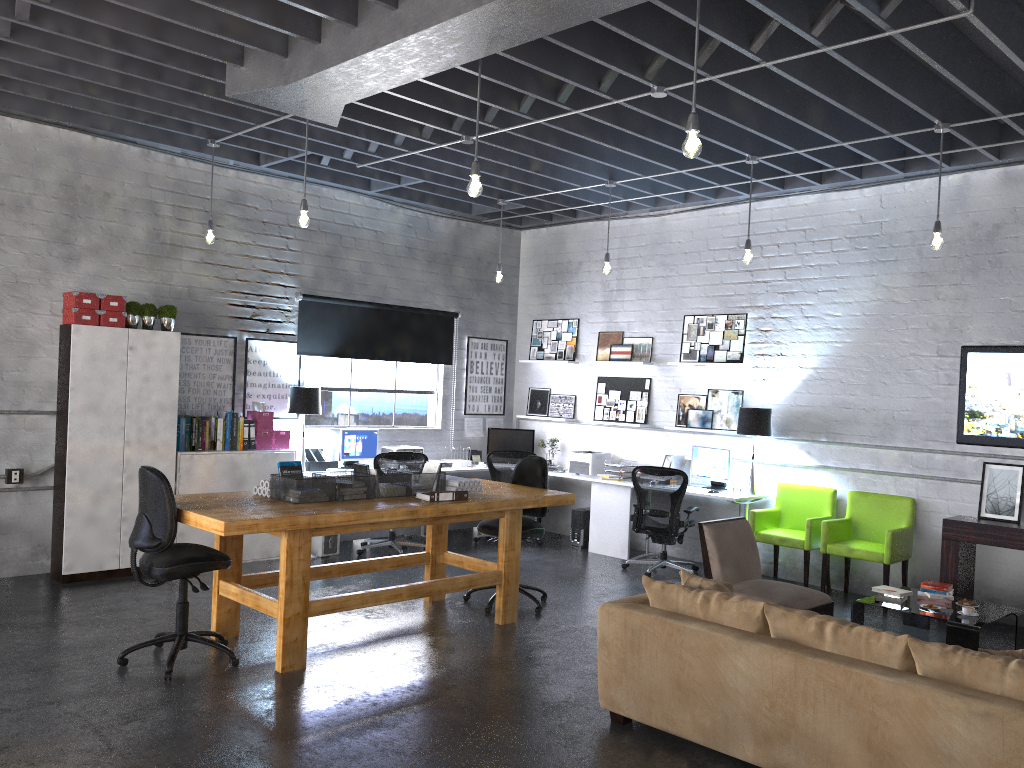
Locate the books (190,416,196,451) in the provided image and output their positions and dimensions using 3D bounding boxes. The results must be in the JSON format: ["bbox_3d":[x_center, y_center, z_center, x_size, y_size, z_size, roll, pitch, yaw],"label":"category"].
[{"bbox_3d":[-2.855,0.434,7.843,0.034,0.302,0.182,2,1,-45],"label":"books"}]

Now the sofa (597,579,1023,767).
[{"bbox_3d":[1.624,1.483,4.135,1.105,0.629,2.329,3,0,-45],"label":"sofa"}]

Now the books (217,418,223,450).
[{"bbox_3d":[-2.680,0.451,8.019,0.045,0.286,0.174,2,1,-45],"label":"books"}]

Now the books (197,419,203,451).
[{"bbox_3d":[-2.812,0.450,7.899,0.037,0.275,0.167,2,1,-45],"label":"books"}]

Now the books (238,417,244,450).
[{"bbox_3d":[-2.527,0.452,8.164,0.026,0.298,0.159,2,1,-45],"label":"books"}]

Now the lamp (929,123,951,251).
[{"bbox_3d":[2.996,-1.375,6.215,0.104,0.878,0.104,3,1,-1],"label":"lamp"}]

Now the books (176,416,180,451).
[{"bbox_3d":[-2.959,0.429,7.748,0.034,0.302,0.182,2,1,-45],"label":"books"}]

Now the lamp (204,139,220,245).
[{"bbox_3d":[-2.544,-1.619,7.509,0.104,0.878,0.104,2,1,-45],"label":"lamp"}]

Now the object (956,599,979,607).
[{"bbox_3d":[3.257,1.559,6.338,0.151,0.040,0.151,3,0,-27],"label":"object"}]

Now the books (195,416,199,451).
[{"bbox_3d":[-2.847,0.435,7.883,0.034,0.302,0.182,2,1,-45],"label":"books"}]

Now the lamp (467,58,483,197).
[{"bbox_3d":[-0.199,-1.522,5.140,0.104,0.878,0.104,2,1,-45],"label":"lamp"}]

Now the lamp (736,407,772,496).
[{"bbox_3d":[2.298,0.641,8.442,0.333,0.832,0.333,3,1,7],"label":"lamp"}]

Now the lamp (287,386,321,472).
[{"bbox_3d":[-2.054,0.446,8.736,0.333,0.832,0.333,3,1,7],"label":"lamp"}]

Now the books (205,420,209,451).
[{"bbox_3d":[-2.763,0.457,7.933,0.027,0.266,0.161,2,1,-45],"label":"books"}]

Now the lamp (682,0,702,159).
[{"bbox_3d":[0.847,-1.479,4.083,0.104,0.878,0.104,3,1,-1],"label":"lamp"}]

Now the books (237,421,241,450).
[{"bbox_3d":[-2.549,0.467,8.149,0.026,0.266,0.161,2,1,-45],"label":"books"}]

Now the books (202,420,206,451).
[{"bbox_3d":[-2.783,0.456,7.916,0.026,0.266,0.161,2,1,-45],"label":"books"}]

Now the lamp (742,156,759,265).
[{"bbox_3d":[1.951,-1.418,7.271,0.104,0.878,0.104,2,1,-45],"label":"lamp"}]

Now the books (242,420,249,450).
[{"bbox_3d":[-2.514,0.470,8.224,0.060,0.267,0.219,2,1,-40],"label":"books"}]

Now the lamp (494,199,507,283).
[{"bbox_3d":[-0.121,-1.504,9.364,0.104,0.878,0.104,2,1,-45],"label":"lamp"}]

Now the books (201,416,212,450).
[{"bbox_3d":[-2.749,0.441,7.957,0.026,0.298,0.159,2,1,-45],"label":"books"}]

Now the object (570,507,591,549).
[{"bbox_3d":[0.861,1.578,9.761,0.476,0.411,0.180,2,1,-45],"label":"object"}]

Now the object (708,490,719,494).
[{"bbox_3d":[1.918,1.022,8.439,0.114,0.036,0.058,3,0,-30],"label":"object"}]

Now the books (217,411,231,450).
[{"bbox_3d":[-2.628,0.423,8.077,0.053,0.346,0.176,2,1,-45],"label":"books"}]

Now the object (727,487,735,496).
[{"bbox_3d":[2.041,1.004,8.282,0.069,0.083,0.090,3,0,44],"label":"object"}]

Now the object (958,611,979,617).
[{"bbox_3d":[3.092,1.562,6.010,0.131,0.016,0.131,3,0,-38],"label":"object"}]

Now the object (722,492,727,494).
[{"bbox_3d":[2.033,1.041,8.439,0.046,0.009,0.121,2,0,30],"label":"object"}]

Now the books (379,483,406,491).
[{"bbox_3d":[-0.878,0.712,6.136,0.248,0.021,0.177,2,0,45],"label":"books"}]

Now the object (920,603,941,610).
[{"bbox_3d":[2.916,1.547,6.181,0.137,0.031,0.137,3,0,-19],"label":"object"}]

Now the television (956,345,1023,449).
[{"bbox_3d":[4.157,0.109,6.858,1.323,0.816,0.021,3,1,45],"label":"television"}]

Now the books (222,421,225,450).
[{"bbox_3d":[-2.659,0.462,8.048,0.027,0.266,0.161,2,1,-45],"label":"books"}]

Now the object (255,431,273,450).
[{"bbox_3d":[-2.382,0.522,8.357,0.161,0.177,0.213,2,0,-45],"label":"object"}]

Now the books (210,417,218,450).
[{"bbox_3d":[-2.719,0.445,7.985,0.057,0.293,0.170,2,1,-45],"label":"books"}]

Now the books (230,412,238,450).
[{"bbox_3d":[-2.588,0.429,8.122,0.065,0.339,0.197,2,1,-45],"label":"books"}]

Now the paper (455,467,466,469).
[{"bbox_3d":[-0.608,0.931,9.800,0.159,0.001,0.115,2,0,28],"label":"paper"}]

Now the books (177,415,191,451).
[{"bbox_3d":[-2.904,0.428,7.825,0.060,0.310,0.180,2,1,-45],"label":"books"}]

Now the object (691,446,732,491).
[{"bbox_3d":[2.003,0.837,8.772,0.212,0.417,0.465,2,0,-40],"label":"object"}]

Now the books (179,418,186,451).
[{"bbox_3d":[-2.926,0.439,7.771,0.045,0.286,0.174,2,1,-45],"label":"books"}]

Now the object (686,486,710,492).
[{"bbox_3d":[1.712,1.018,8.653,0.422,0.028,0.181,2,0,40],"label":"object"}]

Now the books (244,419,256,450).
[{"bbox_3d":[-2.471,0.470,8.267,0.082,0.271,0.220,2,1,-45],"label":"books"}]

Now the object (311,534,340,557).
[{"bbox_3d":[-1.906,1.450,8.701,0.200,0.411,0.478,2,1,-45],"label":"object"}]

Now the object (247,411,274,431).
[{"bbox_3d":[-2.374,0.346,8.355,0.161,0.177,0.214,2,0,-45],"label":"object"}]

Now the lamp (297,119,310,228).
[{"bbox_3d":[-1.503,-1.576,6.457,0.104,0.878,0.104,2,1,-45],"label":"lamp"}]

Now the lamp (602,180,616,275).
[{"bbox_3d":[0.908,-1.461,8.324,0.104,0.878,0.104,2,1,-45],"label":"lamp"}]

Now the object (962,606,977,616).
[{"bbox_3d":[3.095,1.539,6.009,0.081,0.052,0.077,3,0,4],"label":"object"}]

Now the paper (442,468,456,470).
[{"bbox_3d":[-0.677,0.927,9.693,0.159,0.001,0.115,2,0,34],"label":"paper"}]
